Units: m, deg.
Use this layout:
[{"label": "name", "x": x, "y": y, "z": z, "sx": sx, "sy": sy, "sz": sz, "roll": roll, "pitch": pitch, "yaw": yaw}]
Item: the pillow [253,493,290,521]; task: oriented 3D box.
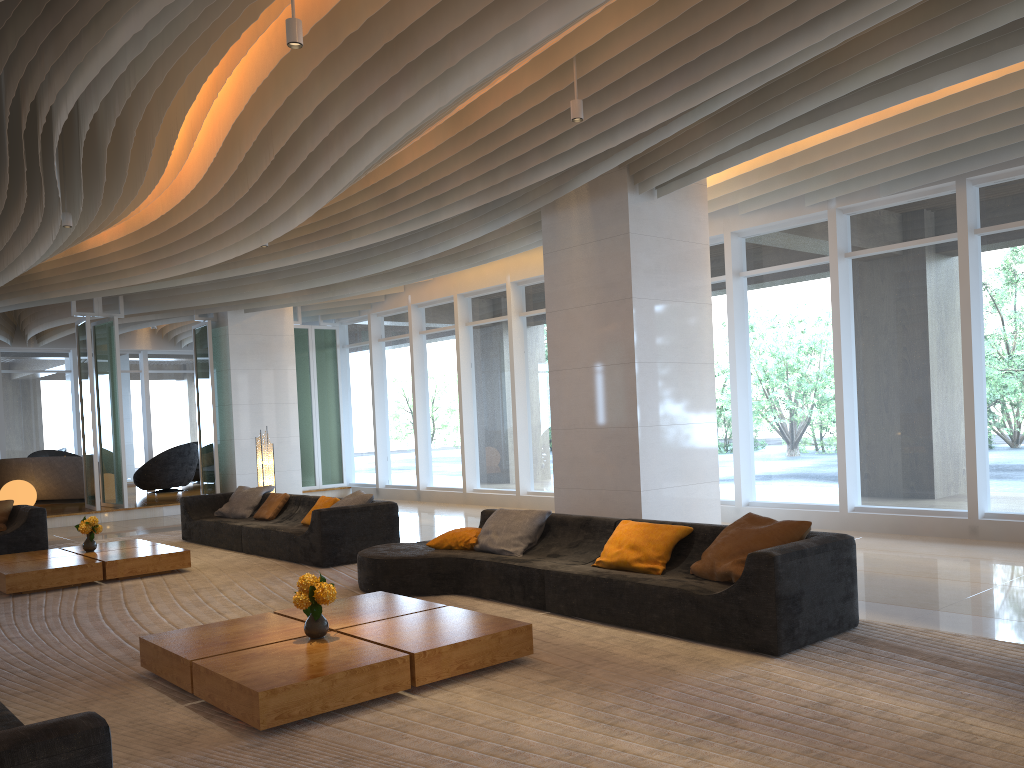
[{"label": "pillow", "x": -2.899, "y": 1.476, "z": 10.692, "sx": 0.327, "sy": 0.312, "sz": 0.401, "roll": -2, "pitch": -1, "yaw": -43}]

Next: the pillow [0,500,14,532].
[{"label": "pillow", "x": -6.403, "y": 1.609, "z": 10.678, "sx": 0.645, "sy": 0.378, "sz": 0.542, "roll": -2, "pitch": -1, "yaw": -19}]

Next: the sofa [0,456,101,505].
[{"label": "sofa", "x": -8.779, "y": 1.822, "z": 16.927, "sx": 2.549, "sy": 0.902, "sz": 1.115, "roll": -3, "pitch": -1, "yaw": 8}]

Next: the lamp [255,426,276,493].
[{"label": "lamp", "x": -3.452, "y": 1.315, "z": 12.459, "sx": 0.254, "sy": 1.452, "sz": 0.246, "roll": -4, "pitch": 1, "yaw": -41}]

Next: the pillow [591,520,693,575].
[{"label": "pillow", "x": 0.889, "y": 1.168, "z": 6.192, "sx": 0.457, "sy": 0.394, "sz": 0.627, "roll": -2, "pitch": -2, "yaw": -42}]

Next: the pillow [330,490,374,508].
[{"label": "pillow", "x": -1.772, "y": 1.343, "z": 9.406, "sx": 0.553, "sy": 0.378, "sz": 0.632, "roll": -2, "pitch": -1, "yaw": -19}]

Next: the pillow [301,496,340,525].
[{"label": "pillow", "x": -2.112, "y": 1.402, "z": 9.778, "sx": 0.327, "sy": 0.312, "sz": 0.401, "roll": -2, "pitch": -1, "yaw": -39}]

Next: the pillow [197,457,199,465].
[{"label": "pillow", "x": -7.803, "y": 1.791, "z": 21.536, "sx": 0.465, "sy": 0.454, "sz": 0.630, "roll": -3, "pitch": -1, "yaw": 36}]

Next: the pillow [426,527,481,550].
[{"label": "pillow", "x": -0.437, "y": 1.322, "z": 7.566, "sx": 0.445, "sy": 0.193, "sz": 0.591, "roll": -3, "pitch": -2, "yaw": 14}]

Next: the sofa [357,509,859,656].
[{"label": "sofa", "x": 0.330, "y": 1.320, "z": 6.503, "sx": 1.373, "sy": 0.583, "sz": 4.077, "roll": -1, "pitch": -3, "yaw": -42}]

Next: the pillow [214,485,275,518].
[{"label": "pillow", "x": -3.428, "y": 1.498, "z": 11.330, "sx": 0.630, "sy": 0.378, "sz": 0.554, "roll": -3, "pitch": -1, "yaw": 27}]

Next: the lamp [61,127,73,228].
[{"label": "lamp", "x": -4.469, "y": -2.319, "z": 8.831, "sx": 0.089, "sy": 1.507, "sz": 0.089, "roll": -3, "pitch": 1, "yaw": 4}]

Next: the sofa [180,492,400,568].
[{"label": "sofa", "x": -2.695, "y": 1.613, "z": 10.281, "sx": 0.957, "sy": 0.582, "sz": 3.717, "roll": -1, "pitch": -2, "yaw": -41}]

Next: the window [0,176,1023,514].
[{"label": "window", "x": 0.648, "y": -0.116, "z": 9.569, "sx": 54.039, "sy": 3.222, "sz": 22.324, "roll": -3, "pitch": -2, "yaw": 14}]

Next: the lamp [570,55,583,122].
[{"label": "lamp", "x": 0.434, "y": -2.646, "z": 6.358, "sx": 0.087, "sy": 1.507, "sz": 0.090, "roll": -2, "pitch": 1, "yaw": 40}]

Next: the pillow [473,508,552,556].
[{"label": "pillow", "x": -0.023, "y": 1.235, "z": 7.248, "sx": 0.469, "sy": 0.417, "sz": 0.654, "roll": -2, "pitch": -1, "yaw": -41}]

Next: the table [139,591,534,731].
[{"label": "table", "x": -1.008, "y": 1.506, "z": 5.027, "sx": 1.626, "sy": 0.220, "sz": 1.575, "roll": -1, "pitch": -3, "yaw": -41}]

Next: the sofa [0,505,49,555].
[{"label": "sofa", "x": -5.610, "y": 1.640, "z": 8.491, "sx": 2.870, "sy": 0.653, "sz": 5.007, "roll": -1, "pitch": -3, "yaw": -41}]

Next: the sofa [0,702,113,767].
[{"label": "sofa", "x": -2.664, "y": 1.340, "z": 3.580, "sx": 0.957, "sy": 0.582, "sz": 3.717, "roll": -1, "pitch": -2, "yaw": -41}]

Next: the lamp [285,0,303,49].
[{"label": "lamp", "x": -1.239, "y": -2.627, "z": 4.906, "sx": 0.088, "sy": 1.507, "sz": 0.090, "roll": -2, "pitch": 1, "yaw": 22}]

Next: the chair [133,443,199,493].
[{"label": "chair", "x": -7.286, "y": 1.775, "z": 18.755, "sx": 1.123, "sy": 1.006, "sz": 1.535, "roll": -3, "pitch": -1, "yaw": 22}]

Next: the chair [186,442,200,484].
[{"label": "chair", "x": -7.510, "y": 1.905, "z": 21.706, "sx": 1.538, "sy": 1.006, "sz": 1.121, "roll": -2, "pitch": -1, "yaw": -28}]

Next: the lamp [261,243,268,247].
[{"label": "lamp", "x": -2.890, "y": -2.336, "z": 10.204, "sx": 0.089, "sy": 1.507, "sz": 0.089, "roll": -3, "pitch": 1, "yaw": 4}]

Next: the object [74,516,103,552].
[{"label": "object", "x": -4.317, "y": 1.524, "z": 9.067, "sx": 0.237, "sy": 0.377, "sz": 0.264, "roll": -3, "pitch": 0, "yaw": -9}]

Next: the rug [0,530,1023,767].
[{"label": "rug", "x": -1.209, "y": 1.638, "z": 5.271, "sx": 5.601, "sy": 0.022, "sz": 15.962, "roll": -1, "pitch": -3, "yaw": -41}]

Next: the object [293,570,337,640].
[{"label": "object", "x": -1.077, "y": 1.203, "z": 4.844, "sx": 0.238, "sy": 0.377, "sz": 0.263, "roll": -3, "pitch": 0, "yaw": -19}]

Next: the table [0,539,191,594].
[{"label": "table", "x": -4.316, "y": 1.815, "z": 8.870, "sx": 1.626, "sy": 0.220, "sz": 1.575, "roll": -1, "pitch": -3, "yaw": -41}]

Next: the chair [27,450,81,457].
[{"label": "chair", "x": -9.478, "y": 1.878, "z": 18.805, "sx": 1.120, "sy": 1.006, "sz": 1.540, "roll": -3, "pitch": -1, "yaw": 32}]

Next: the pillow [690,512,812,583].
[{"label": "pillow", "x": 1.495, "y": 1.038, "z": 5.610, "sx": 0.553, "sy": 0.378, "sz": 0.632, "roll": -2, "pitch": -1, "yaw": -19}]

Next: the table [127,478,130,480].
[{"label": "table", "x": -8.424, "y": 2.159, "z": 18.453, "sx": 0.809, "sy": 0.318, "sz": 1.091, "roll": -3, "pitch": -2, "yaw": 21}]
